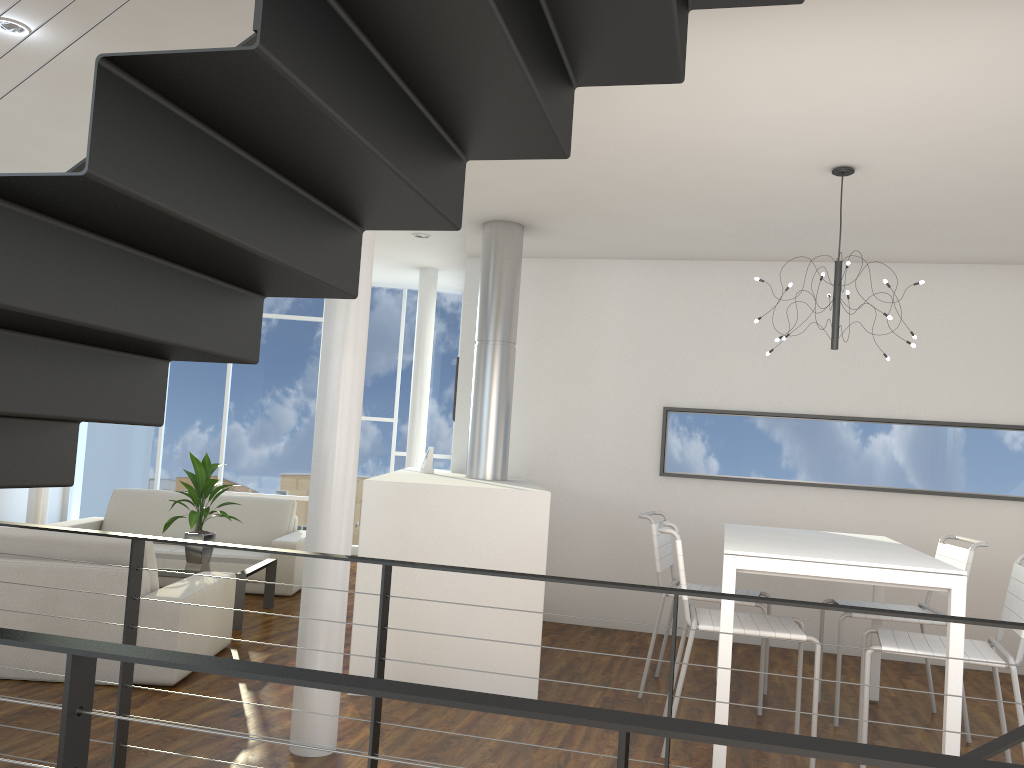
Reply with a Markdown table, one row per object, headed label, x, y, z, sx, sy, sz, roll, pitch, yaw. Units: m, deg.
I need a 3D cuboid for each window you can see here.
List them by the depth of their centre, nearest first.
| label | x | y | z | sx | sy | sz | roll | pitch | yaw |
| --- | --- | --- | --- | --- | --- | --- | --- | --- | --- |
| window | 1.879 | 0.392 | 5.053 | 2.023 | 0.407 | 0.165 | 3 | -3 | 14 |
| window | -2.060 | -1.317 | 7.988 | 3.415 | 5.627 | 0.090 | 4 | -3 | -2 |

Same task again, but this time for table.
| label | x | y | z | sx | sy | sz | roll | pitch | yaw |
| --- | --- | --- | --- | --- | --- | --- | --- | --- | --- |
| table | 1.145 | 0.961 | 3.362 | 0.700 | 0.719 | 1.403 | 3 | -4 | 14 |
| table | -2.170 | 1.079 | 4.814 | 1.608 | 0.284 | 0.662 | 4 | -4 | -1 |

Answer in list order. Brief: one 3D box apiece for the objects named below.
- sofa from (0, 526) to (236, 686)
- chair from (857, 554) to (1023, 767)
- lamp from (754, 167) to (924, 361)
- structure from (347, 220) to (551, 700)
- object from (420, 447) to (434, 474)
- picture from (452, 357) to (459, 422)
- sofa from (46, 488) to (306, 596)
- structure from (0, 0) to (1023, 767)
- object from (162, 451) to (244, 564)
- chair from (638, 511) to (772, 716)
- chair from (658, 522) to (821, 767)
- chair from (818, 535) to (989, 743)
| label | x | y | z | sx | sy | sz | roll | pitch | yaw |
| --- | --- | --- | --- | --- | --- | --- | --- | --- | --- |
| sofa | -2.082 | 0.857 | 3.768 | 1.611 | 0.564 | 0.804 | 4 | -4 | -1 |
| chair | 1.462 | 0.935 | 2.939 | 0.555 | 0.764 | 0.429 | 3 | -4 | 20 |
| lamp | 1.290 | -0.487 | 3.489 | 0.618 | 0.725 | 0.591 | 1 | -4 | 35 |
| structure | -0.268 | 0.258 | 4.923 | 0.750 | 2.202 | 2.754 | 4 | -4 | -3 |
| object | -0.478 | 0.432 | 5.048 | 0.061 | 0.151 | 0.100 | 5 | -4 | -16 |
| picture | -0.385 | 0.048 | 6.191 | 0.020 | 0.415 | 0.576 | 4 | -4 | -2 |
| sofa | -2.159 | 1.020 | 5.902 | 1.610 | 0.564 | 0.804 | 4 | -4 | -1 |
| structure | -0.555 | 0.607 | 1.647 | 4.360 | 6.288 | 1.096 | 3 | -3 | 14 |
| object | -1.668 | 0.668 | 4.811 | 0.432 | 0.600 | 0.458 | 5 | -4 | -17 |
| chair | 0.832 | 0.965 | 3.862 | 0.555 | 0.764 | 0.429 | 3 | -4 | 19 |
| chair | 0.783 | 0.908 | 3.170 | 0.555 | 0.764 | 0.429 | 3 | -3 | 10 |
| chair | 1.595 | 1.000 | 3.655 | 0.555 | 0.764 | 0.429 | 3 | -3 | 9 |
